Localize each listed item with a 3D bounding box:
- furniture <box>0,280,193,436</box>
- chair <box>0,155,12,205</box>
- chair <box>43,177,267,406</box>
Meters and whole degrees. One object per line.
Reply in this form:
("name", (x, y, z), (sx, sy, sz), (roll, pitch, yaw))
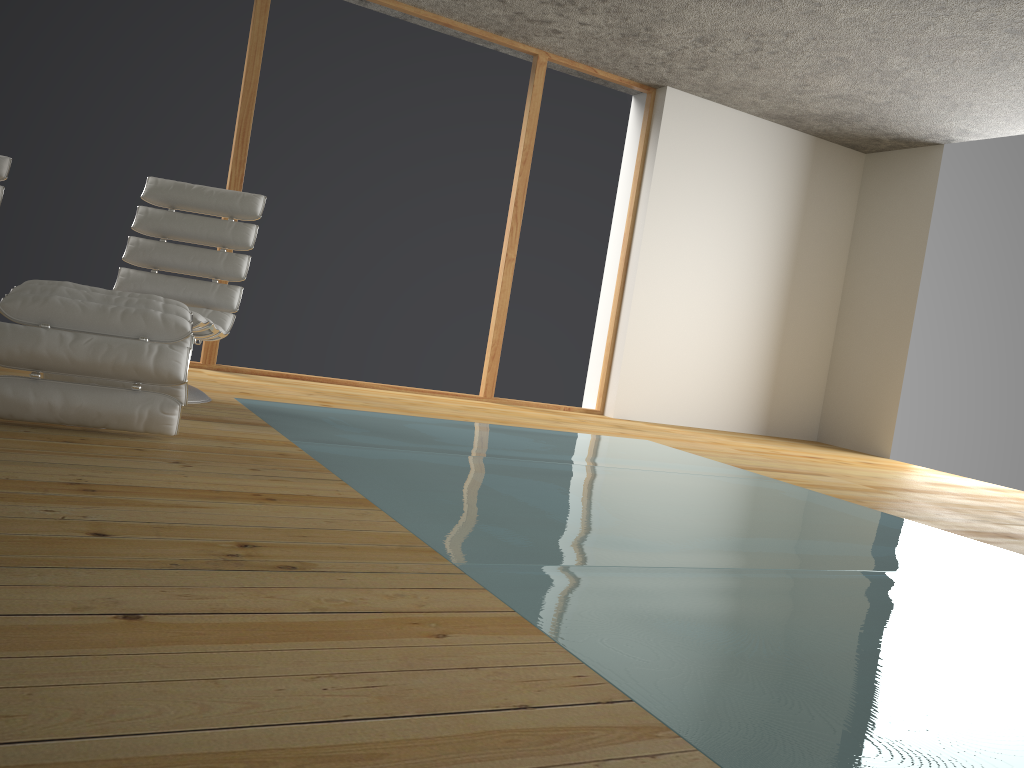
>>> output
("furniture", (-1.396, -0.104, 2.981), (0.569, 0.439, 0.688), (8, 3, -22))
("chair", (-2.693, -0.637, 3.927), (0.569, 0.968, 0.916), (8, 3, -18))
("chair", (-1.516, -0.444, 3.857), (0.569, 0.968, 0.915), (9, 2, -3))
